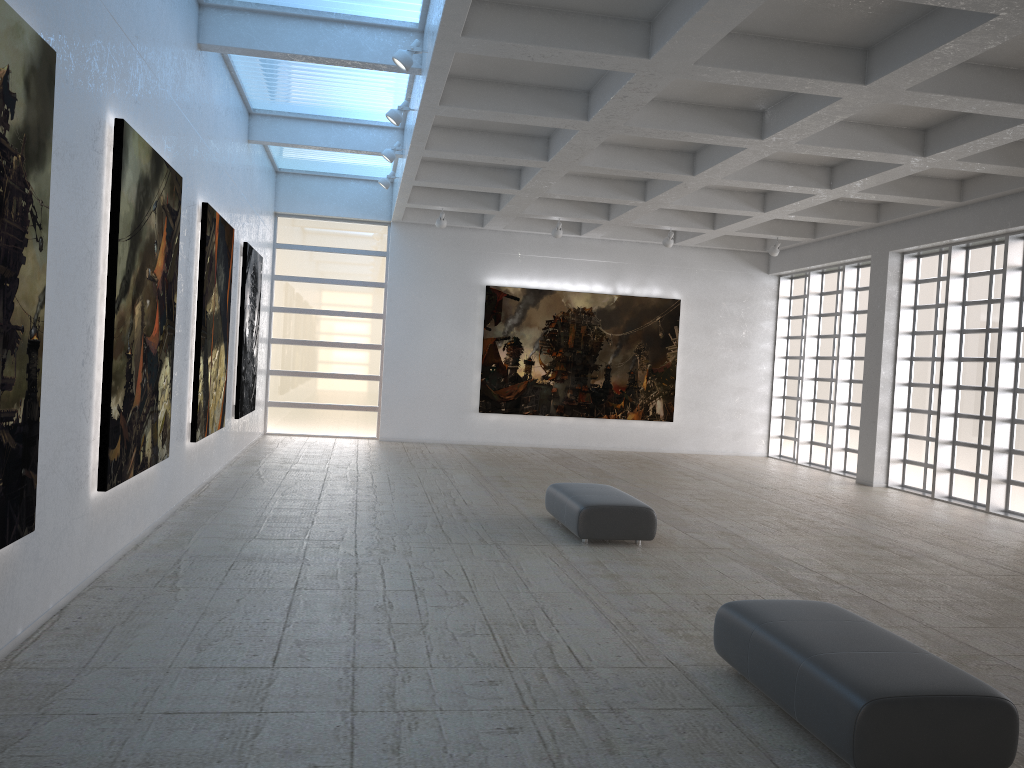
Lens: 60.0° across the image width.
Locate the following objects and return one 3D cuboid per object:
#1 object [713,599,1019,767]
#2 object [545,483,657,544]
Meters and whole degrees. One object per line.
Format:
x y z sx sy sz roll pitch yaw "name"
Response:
3.384 2.968 9.042 1.616 0.828 3.044 3 1 -10 "object"
1.768 2.642 18.418 1.616 0.828 3.044 3 1 -10 "object"
